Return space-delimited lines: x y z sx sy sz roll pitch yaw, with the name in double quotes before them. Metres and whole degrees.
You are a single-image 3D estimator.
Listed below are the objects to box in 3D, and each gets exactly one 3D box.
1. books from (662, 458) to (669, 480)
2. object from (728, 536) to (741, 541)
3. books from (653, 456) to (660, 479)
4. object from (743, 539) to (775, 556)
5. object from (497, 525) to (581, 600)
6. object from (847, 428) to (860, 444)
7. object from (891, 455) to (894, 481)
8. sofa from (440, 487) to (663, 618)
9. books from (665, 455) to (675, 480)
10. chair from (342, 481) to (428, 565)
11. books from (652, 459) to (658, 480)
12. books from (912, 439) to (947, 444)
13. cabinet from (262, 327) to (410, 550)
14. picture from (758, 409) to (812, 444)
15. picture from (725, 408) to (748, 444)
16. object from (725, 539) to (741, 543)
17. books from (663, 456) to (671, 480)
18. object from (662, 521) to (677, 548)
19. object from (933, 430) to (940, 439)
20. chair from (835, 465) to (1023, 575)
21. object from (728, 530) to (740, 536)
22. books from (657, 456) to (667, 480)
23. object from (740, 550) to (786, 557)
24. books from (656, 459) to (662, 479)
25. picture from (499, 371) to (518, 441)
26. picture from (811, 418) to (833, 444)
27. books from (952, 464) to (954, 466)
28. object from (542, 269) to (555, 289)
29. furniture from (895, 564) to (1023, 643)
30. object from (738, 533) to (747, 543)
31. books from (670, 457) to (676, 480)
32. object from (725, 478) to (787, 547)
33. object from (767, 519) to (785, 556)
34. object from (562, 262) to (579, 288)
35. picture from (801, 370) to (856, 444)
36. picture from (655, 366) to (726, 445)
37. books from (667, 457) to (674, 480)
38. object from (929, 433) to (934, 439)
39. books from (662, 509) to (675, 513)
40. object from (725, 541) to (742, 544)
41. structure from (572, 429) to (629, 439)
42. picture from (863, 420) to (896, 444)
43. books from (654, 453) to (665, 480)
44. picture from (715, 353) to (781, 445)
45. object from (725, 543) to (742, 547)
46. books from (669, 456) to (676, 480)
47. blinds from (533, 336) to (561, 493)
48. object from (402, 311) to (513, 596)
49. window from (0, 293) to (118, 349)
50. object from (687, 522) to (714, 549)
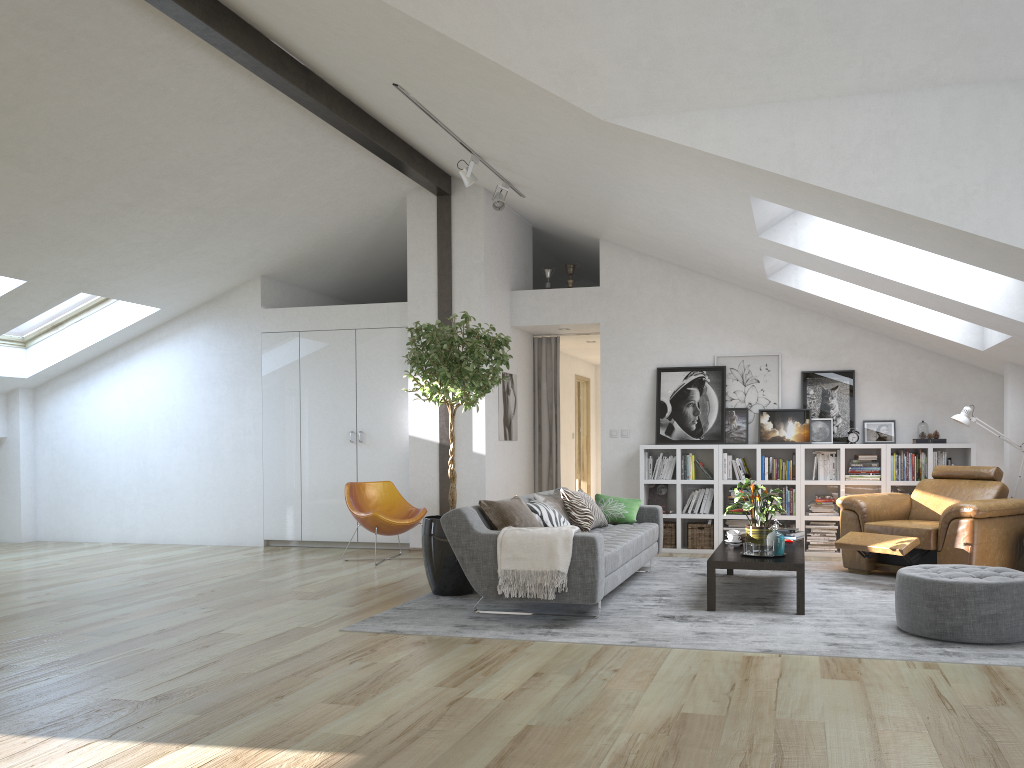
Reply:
"books" 1.519 0.836 8.747 0.067 0.209 0.138 0 0 17
"object" 1.599 1.118 6.406 0.083 0.050 0.079 0 -2 -6
"books" 1.434 0.827 8.759 0.068 0.225 0.131 0 0 17
"object" 1.616 1.075 5.839 0.221 0.107 0.103 -3 -3 44
"object" 0.166 1.056 5.304 0.456 0.419 0.377 -1 -1 19
"object" 3.177 0.484 8.257 0.107 0.151 0.052 -1 0 30
"object" 3.523 0.780 8.251 0.029 0.231 0.171 0 -1 17
"sofa" 0.428 1.159 6.480 0.974 0.683 2.593 -1 -3 18
"books" 1.556 0.821 8.748 0.082 0.237 0.148 0 0 17
"chair" -1.181 1.272 8.247 0.699 0.723 0.672 1 -2 -43
"books" 1.421 0.842 8.766 0.062 0.201 0.132 0 0 17
"books" 3.845 0.528 8.181 0.261 0.046 0.197 -1 -4 13
"cabinet" -1.793 0.571 9.132 1.708 2.244 0.126 -1 1 15
"picture" 2.606 0.407 8.479 0.485 0.340 0.148 -1 0 15
"picture" 2.144 0.412 8.663 0.314 0.357 0.077 -1 1 15
"object" 1.597 1.139 6.406 0.119 0.024 0.123 -1 -4 12
"books" 1.538 0.826 8.754 0.071 0.229 0.150 0 0 17
"object" 1.519 1.493 8.798 0.240 0.240 0.251 -1 -2 21
"object" 3.935 0.467 8.231 0.068 0.086 0.068 -1 -1 17
"chair" 3.225 1.089 6.965 1.458 0.869 1.256 1 -3 -34
"object" 1.598 1.089 6.404 0.080 0.068 0.081 -1 -2 31
"books" 1.481 0.827 8.768 0.071 0.229 0.150 0 0 17
"object" 1.667 1.129 5.890 0.291 0.012 0.309 -3 -4 30
"books" 1.463 0.840 8.760 0.062 0.201 0.132 0 0 17
"picture" -0.037 0.237 9.223 0.007 0.701 0.612 0 -1 18
"picture" 2.900 0.448 8.415 0.266 0.245 0.087 -1 0 15
"books" 4.019 0.799 8.059 0.066 0.149 0.099 0 0 17
"object" 0.380 -1.098 9.293 0.113 0.241 0.106 -1 0 -42
"furniture" 2.542 1.218 4.986 0.737 0.357 0.736 0 -3 -1
"object" 1.738 1.149 6.620 0.127 0.078 0.067 0 -1 -17
"books" 1.595 0.823 8.715 0.071 0.229 0.150 0 0 17
"object" 1.755 0.949 6.419 0.437 0.526 0.376 0 -1 -9
"object" 1.743 1.012 5.869 0.115 0.239 0.123 0 0 42
"object" 0.608 -1.121 9.234 0.125 0.277 0.160 0 0 -27
"picture" 3.013 0.220 8.458 0.485 0.703 0.159 0 1 15
"picture" 1.764 0.213 8.769 0.675 0.776 0.132 -1 1 15
"books" 1.571 0.830 8.740 0.072 0.218 0.143 0 0 17
"object" 3.874 0.483 8.225 0.056 0.055 0.065 0 -2 -24
"books" 1.463 1.251 8.736 0.242 0.020 0.184 -2 -4 26
"object" 1.600 1.149 6.405 0.125 0.021 0.117 2 -4 -33
"structure" 0.949 0.621 10.843 0.184 0.080 3.705 0 -4 -5
"picture" 3.471 0.455 8.385 0.284 0.224 0.080 -1 0 15
"books" 1.456 0.810 8.761 0.087 0.264 0.145 0 0 17
"picture" 2.302 0.148 8.674 0.627 0.885 0.095 -1 1 15
"object" 1.600 1.158 6.406 0.125 0.021 0.117 2 -4 -33
"books" 1.586 0.823 8.731 0.071 0.229 0.150 0 0 17
"blinds" 0.178 0.605 10.157 0.812 2.273 0.142 0 1 13
"object" -0.382 0.485 6.332 0.807 2.021 0.806 0 0 -5
"window" -4.770 -0.729 8.931 1.808 0.729 1.550 -1 -3 16
"object" 1.843 1.484 8.690 0.243 0.240 0.247 0 -1 6
